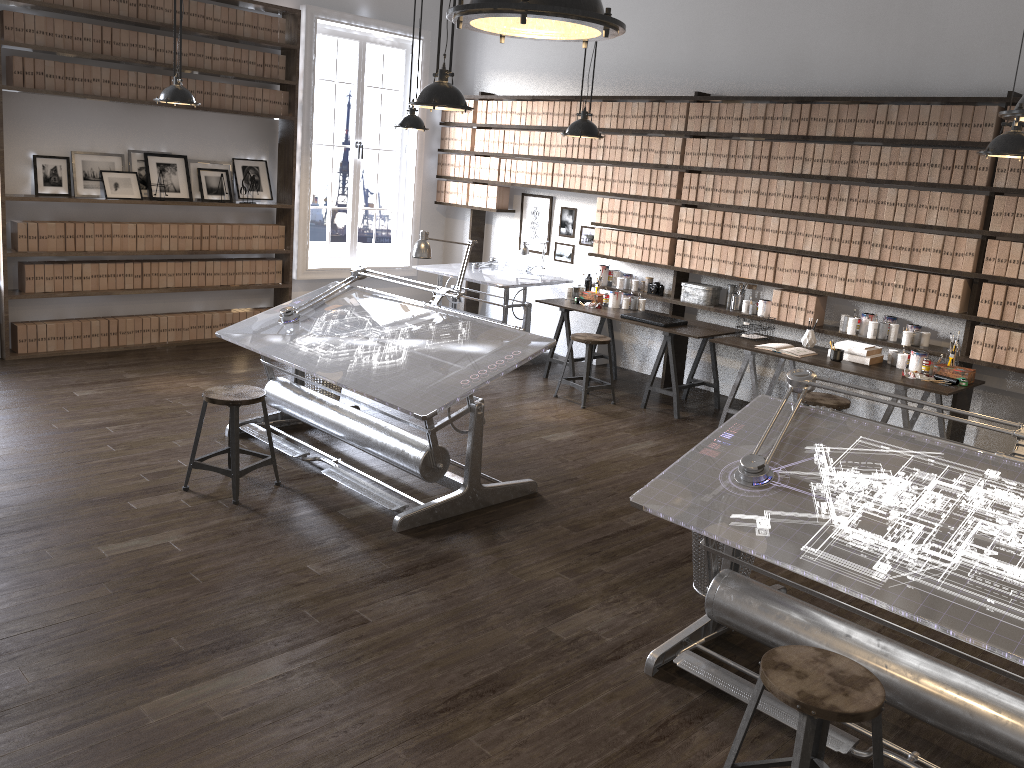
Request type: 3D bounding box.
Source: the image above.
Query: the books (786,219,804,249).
[{"bbox_3d":[2.133,-1.119,6.628,0.175,0.223,0.067,-7,17,-44],"label":"books"}]

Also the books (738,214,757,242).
[{"bbox_3d":[1.847,-1.212,6.912,0.175,0.223,0.067,-7,17,-44],"label":"books"}]

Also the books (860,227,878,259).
[{"bbox_3d":[2.533,-0.989,6.233,0.175,0.223,0.067,-7,17,-44],"label":"books"}]

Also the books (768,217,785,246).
[{"bbox_3d":[2.032,-1.151,6.725,0.175,0.223,0.067,-7,17,-44],"label":"books"}]

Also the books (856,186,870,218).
[{"bbox_3d":[2.504,-1.273,6.230,0.175,0.223,0.067,-7,17,-44],"label":"books"}]

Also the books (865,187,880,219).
[{"bbox_3d":[2.547,-1.257,6.179,0.175,0.223,0.067,-7,16,-44],"label":"books"}]

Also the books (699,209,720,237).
[{"bbox_3d":[1.598,-1.293,7.157,0.175,0.223,0.067,-7,17,-44],"label":"books"}]

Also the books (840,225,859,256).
[{"bbox_3d":[2.429,-1.022,6.336,0.175,0.223,0.067,-7,17,-44],"label":"books"}]

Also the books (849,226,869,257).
[{"bbox_3d":[2.476,-1.005,6.281,0.175,0.223,0.067,-7,16,-44],"label":"books"}]

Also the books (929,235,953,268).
[{"bbox_3d":[2.861,-0.880,5.900,0.175,0.223,0.067,-7,17,-44],"label":"books"}]

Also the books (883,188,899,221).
[{"bbox_3d":[2.639,-1.228,6.091,0.175,0.223,0.067,-7,17,-44],"label":"books"}]

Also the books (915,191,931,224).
[{"bbox_3d":[2.790,-1.180,5.947,0.175,0.223,0.067,-7,17,-44],"label":"books"}]

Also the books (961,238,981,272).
[{"bbox_3d":[3.003,-0.833,5.757,0.175,0.223,0.067,-7,16,-44],"label":"books"}]

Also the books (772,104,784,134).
[{"bbox_3d":[2.034,-1.976,6.635,0.175,0.223,0.067,-7,16,-44],"label":"books"}]

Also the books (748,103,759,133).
[{"bbox_3d":[1.890,-2.023,6.776,0.175,0.223,0.067,-7,16,-44],"label":"books"}]

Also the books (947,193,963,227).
[{"bbox_3d":[2.930,-1.132,5.798,0.175,0.223,0.067,-7,17,-44],"label":"books"}]

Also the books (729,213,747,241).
[{"bbox_3d":[1.795,-1.228,6.958,0.175,0.223,0.067,-7,16,-44],"label":"books"}]

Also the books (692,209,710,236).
[{"bbox_3d":[1.550,-1.307,7.198,0.175,0.223,0.067,-7,16,-44],"label":"books"}]

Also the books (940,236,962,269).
[{"bbox_3d":[2.913,-0.864,5.854,0.175,0.223,0.067,-7,16,-44],"label":"books"}]

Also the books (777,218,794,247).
[{"bbox_3d":[2.081,-1.134,6.674,0.175,0.223,0.067,-7,16,-44],"label":"books"}]

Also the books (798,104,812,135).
[{"bbox_3d":[2.181,-1.926,6.482,0.175,0.223,0.067,-7,16,-44],"label":"books"}]

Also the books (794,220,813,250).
[{"bbox_3d":[2.183,-1.103,6.581,0.175,0.223,0.067,-7,17,-44],"label":"books"}]

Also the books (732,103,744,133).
[{"bbox_3d":[1.793,-2.053,6.867,0.175,0.223,0.067,-7,17,-44],"label":"books"}]

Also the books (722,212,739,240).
[{"bbox_3d":[1.749,-1.245,7.011,0.175,0.223,0.067,-7,16,-44],"label":"books"}]

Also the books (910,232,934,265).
[{"bbox_3d":[2.773,-0.909,5.992,0.175,0.223,0.067,-7,16,-44],"label":"books"}]

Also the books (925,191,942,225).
[{"bbox_3d":[2.836,-1.164,5.896,0.175,0.223,0.067,-7,16,-44],"label":"books"}]

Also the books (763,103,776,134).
[{"bbox_3d":[1.984,-1.992,6.684,0.175,0.223,0.067,-7,16,-44],"label":"books"}]

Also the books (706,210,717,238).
[{"bbox_3d":[1.645,-1.278,7.114,0.175,0.223,0.067,-7,16,-44],"label":"books"}]

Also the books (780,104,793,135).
[{"bbox_3d":[2.080,-1.960,6.583,0.175,0.223,0.067,-7,17,-44],"label":"books"}]

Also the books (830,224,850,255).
[{"bbox_3d":[2.374,-1.040,6.387,0.175,0.223,0.067,-7,16,-44],"label":"books"}]

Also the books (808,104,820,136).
[{"bbox_3d":[2.237,-1.910,6.434,0.175,0.223,0.067,-7,17,-44],"label":"books"}]

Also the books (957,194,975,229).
[{"bbox_3d":[2.977,-1.118,5.757,0.175,0.223,0.067,-7,16,-44],"label":"books"}]

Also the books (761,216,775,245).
[{"bbox_3d":[1.989,-1.165,6.770,0.175,0.223,0.067,-7,17,-44],"label":"books"}]

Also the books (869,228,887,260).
[{"bbox_3d":[2.579,-0.972,6.180,0.175,0.223,0.067,-7,17,-44],"label":"books"}]

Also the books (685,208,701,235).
[{"bbox_3d":[1.500,-1.324,7.248,0.175,0.223,0.067,-7,17,-44],"label":"books"}]

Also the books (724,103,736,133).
[{"bbox_3d":[1.747,-2.070,6.919,0.175,0.223,0.067,-7,16,-44],"label":"books"}]

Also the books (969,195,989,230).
[{"bbox_3d":[3.027,-1.102,5.710,0.175,0.223,0.067,-7,16,-44],"label":"books"}]

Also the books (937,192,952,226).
[{"bbox_3d":[2.884,-1.147,5.844,0.175,0.223,0.067,-7,16,-44],"label":"books"}]

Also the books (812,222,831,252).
[{"bbox_3d":[2.277,-1.070,6.477,0.175,0.223,0.067,-7,16,-44],"label":"books"}]

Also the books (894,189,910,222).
[{"bbox_3d":[2.688,-1.212,6.040,0.175,0.223,0.067,-7,16,-44],"label":"books"}]

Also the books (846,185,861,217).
[{"bbox_3d":[2.455,-1.290,6.279,0.175,0.223,0.067,-7,17,-44],"label":"books"}]

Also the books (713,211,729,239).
[{"bbox_3d":[1.693,-1.261,7.059,0.175,0.223,0.067,-7,17,-44],"label":"books"}]

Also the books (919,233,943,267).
[{"bbox_3d":[2.816,-0.895,5.947,0.175,0.223,0.067,-7,16,-44],"label":"books"}]

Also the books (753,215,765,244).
[{"bbox_3d":[1.939,-1.180,6.813,0.175,0.223,0.067,-7,16,-44],"label":"books"}]

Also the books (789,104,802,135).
[{"bbox_3d":[2.133,-1.944,6.537,0.175,0.223,0.067,-7,17,-44],"label":"books"}]

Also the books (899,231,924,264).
[{"bbox_3d":[2.723,-0.924,6.035,0.175,0.223,0.067,-7,17,-44],"label":"books"}]

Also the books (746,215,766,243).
[{"bbox_3d":[1.897,-1.196,6.863,0.175,0.223,0.067,-7,17,-44],"label":"books"}]

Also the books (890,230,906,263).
[{"bbox_3d":[2.681,-0.940,6.085,0.175,0.223,0.067,-7,16,-44],"label":"books"}]

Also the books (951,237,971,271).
[{"bbox_3d":[2.963,-0.848,5.807,0.175,0.223,0.067,-7,16,-44],"label":"books"}]

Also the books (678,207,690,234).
[{"bbox_3d":[1.452,-1.340,7.301,0.175,0.223,0.067,-7,17,-44],"label":"books"}]

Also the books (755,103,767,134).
[{"bbox_3d":[1.933,-2.007,6.727,0.175,0.223,0.067,-7,17,-44],"label":"books"}]

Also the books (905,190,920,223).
[{"bbox_3d":[2.740,-1.196,5.994,0.175,0.223,0.067,-7,17,-44],"label":"books"}]

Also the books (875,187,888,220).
[{"bbox_3d":[2.597,-1.243,6.136,0.175,0.223,0.067,-7,17,-44],"label":"books"}]

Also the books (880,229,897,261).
[{"bbox_3d":[2.631,-0.956,6.134,0.175,0.223,0.067,-7,16,-44],"label":"books"}]

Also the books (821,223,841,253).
[{"bbox_3d":[2.327,-1.053,6.427,0.175,0.223,0.067,-7,17,-44],"label":"books"}]

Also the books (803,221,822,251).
[{"bbox_3d":[2.229,-1.087,6.530,0.175,0.223,0.067,-7,16,-44],"label":"books"}]
